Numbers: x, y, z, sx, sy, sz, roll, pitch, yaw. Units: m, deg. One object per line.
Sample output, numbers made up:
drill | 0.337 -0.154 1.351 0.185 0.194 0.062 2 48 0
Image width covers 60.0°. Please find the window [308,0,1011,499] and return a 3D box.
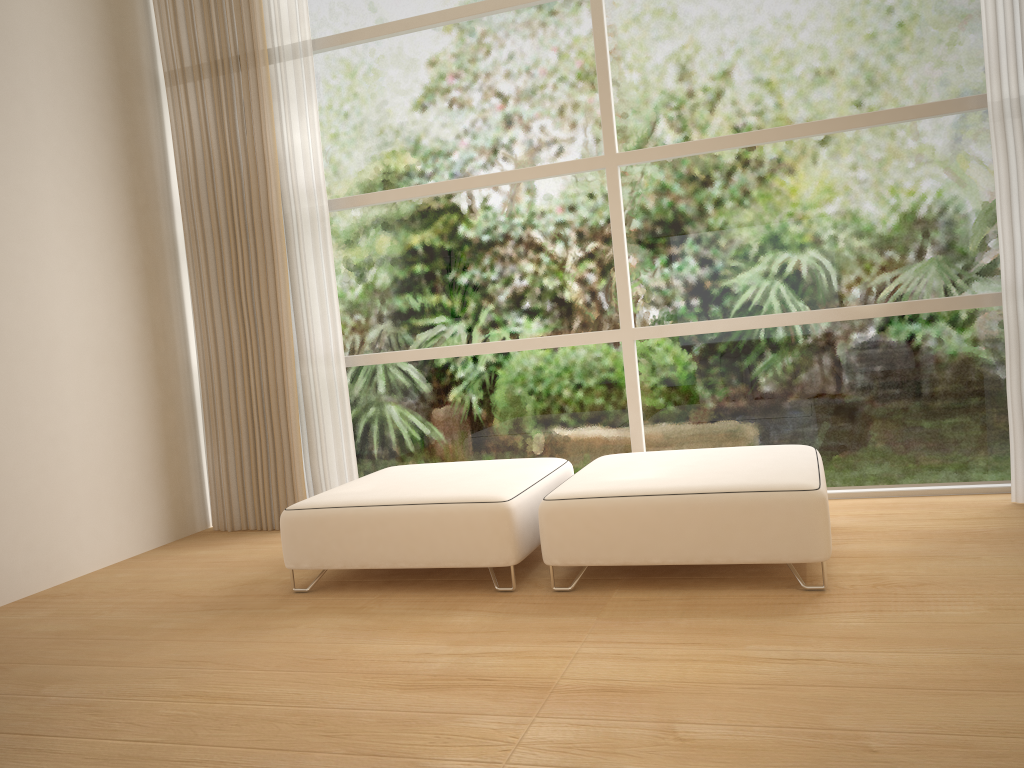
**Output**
window | 0.483 -1.079 4.299 4.781 3.371 0.071 -5 3 18

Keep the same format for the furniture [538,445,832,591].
furniture | 0.684 0.475 3.350 0.965 0.346 0.964 -5 3 18

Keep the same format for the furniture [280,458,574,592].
furniture | -0.296 0.555 3.676 0.965 0.346 0.964 -5 3 18

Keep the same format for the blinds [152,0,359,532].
blinds | -1.396 -0.901 4.654 0.950 3.352 0.211 -5 3 17

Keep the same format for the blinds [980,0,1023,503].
blinds | 2.262 -1.198 3.386 0.814 3.351 0.202 -5 3 17
